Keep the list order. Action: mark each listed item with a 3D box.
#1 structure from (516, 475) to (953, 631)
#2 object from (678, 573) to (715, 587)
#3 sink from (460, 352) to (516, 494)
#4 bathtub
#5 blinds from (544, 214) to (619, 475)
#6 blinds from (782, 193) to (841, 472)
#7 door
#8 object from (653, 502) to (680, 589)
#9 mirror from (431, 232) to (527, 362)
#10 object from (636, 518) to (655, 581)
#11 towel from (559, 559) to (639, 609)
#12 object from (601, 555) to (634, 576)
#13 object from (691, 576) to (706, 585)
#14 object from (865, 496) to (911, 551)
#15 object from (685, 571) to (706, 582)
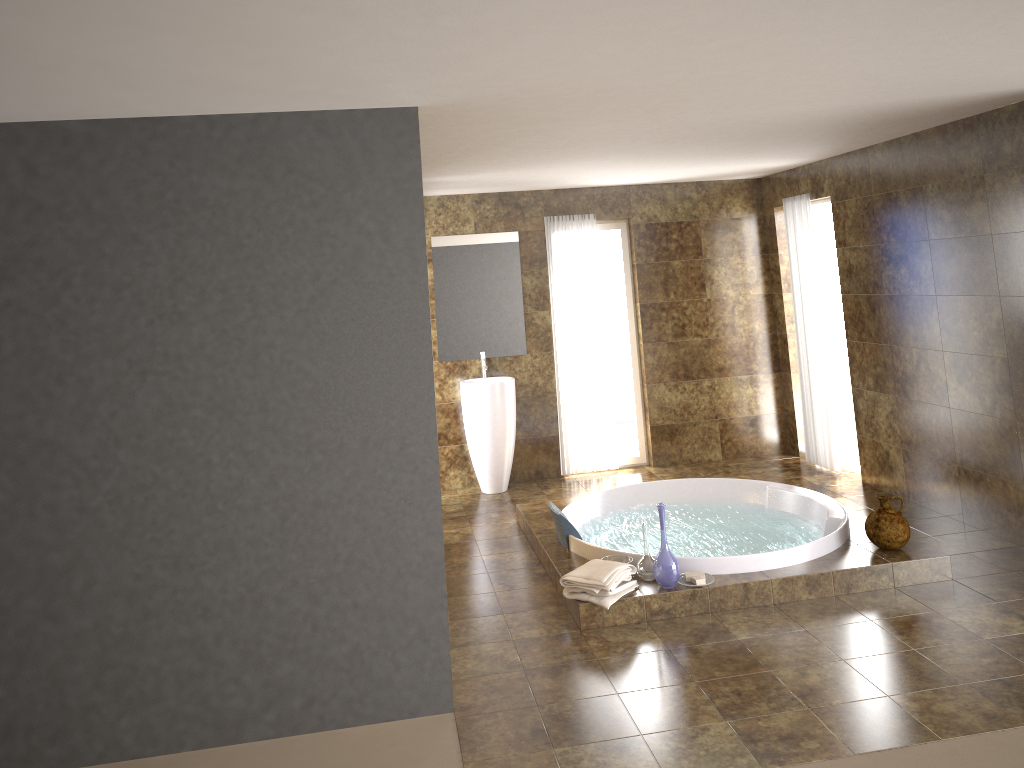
[{"bbox_3d":[1.169,0.944,5.358,2.009,0.125,2.001,-5,7,-8],"label":"structure"},{"bbox_3d":[0.936,1.002,4.409,0.191,0.018,0.189,-6,7,-20],"label":"object"},{"bbox_3d":[-0.182,0.316,7.190,0.459,1.145,0.430,-4,-4,-6],"label":"sink"},{"bbox_3d":[1.167,0.936,5.357,1.740,0.525,1.761,-2,6,22],"label":"bathtub"},{"bbox_3d":[0.598,-0.372,7.576,0.520,2.282,0.066,-3,-6,-9],"label":"blinds"},{"bbox_3d":[2.472,-0.456,7.220,0.069,2.294,0.475,-3,-6,-8],"label":"blinds"},{"bbox_3d":[3.055,-0.480,7.494,0.953,2.244,0.039,-6,-6,25],"label":"door"},{"bbox_3d":[0.776,0.816,4.402,0.136,0.423,0.133,-4,-5,-1],"label":"object"},{"bbox_3d":[-0.288,-0.768,7.524,0.769,1.100,0.008,-4,-6,-9],"label":"mirror"},{"bbox_3d":[0.704,0.861,4.523,0.130,0.310,0.128,-4,-4,-1],"label":"object"},{"bbox_3d":[0.438,0.997,4.381,0.336,0.151,0.323,-1,6,36],"label":"towel"},{"bbox_3d":[0.562,0.976,4.607,0.171,0.076,0.168,-6,5,-27],"label":"object"},{"bbox_3d":[0.939,0.990,4.351,0.053,0.034,0.073,-4,4,-8],"label":"object"},{"bbox_3d":[2.048,0.758,4.725,0.231,0.277,0.227,-3,-1,-37],"label":"object"},{"bbox_3d":[0.936,0.985,4.422,0.100,0.032,0.061,-3,4,6],"label":"object"}]
